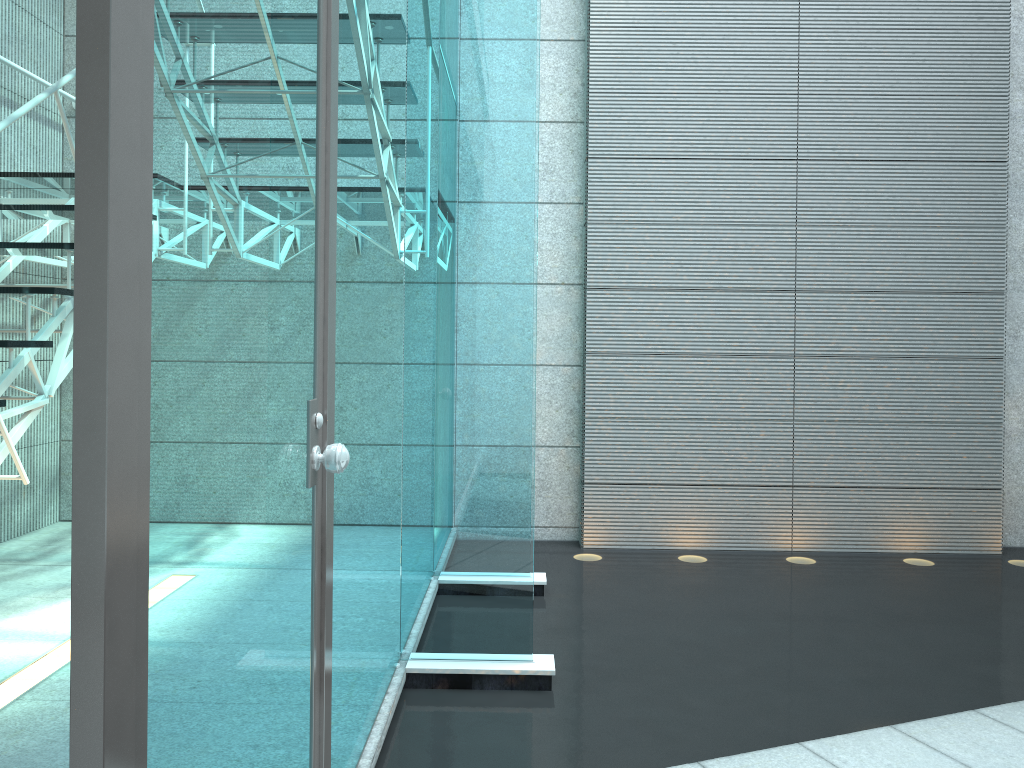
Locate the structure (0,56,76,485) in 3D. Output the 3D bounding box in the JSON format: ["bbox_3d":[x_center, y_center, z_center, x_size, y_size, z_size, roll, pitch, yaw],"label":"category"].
[{"bbox_3d":[-1.247,-2.238,2.777,1.910,6.006,3.297,1,1,1],"label":"structure"}]

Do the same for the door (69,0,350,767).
[{"bbox_3d":[-0.309,-0.189,1.146,0.076,2.064,0.865,1,1,1],"label":"door"}]
